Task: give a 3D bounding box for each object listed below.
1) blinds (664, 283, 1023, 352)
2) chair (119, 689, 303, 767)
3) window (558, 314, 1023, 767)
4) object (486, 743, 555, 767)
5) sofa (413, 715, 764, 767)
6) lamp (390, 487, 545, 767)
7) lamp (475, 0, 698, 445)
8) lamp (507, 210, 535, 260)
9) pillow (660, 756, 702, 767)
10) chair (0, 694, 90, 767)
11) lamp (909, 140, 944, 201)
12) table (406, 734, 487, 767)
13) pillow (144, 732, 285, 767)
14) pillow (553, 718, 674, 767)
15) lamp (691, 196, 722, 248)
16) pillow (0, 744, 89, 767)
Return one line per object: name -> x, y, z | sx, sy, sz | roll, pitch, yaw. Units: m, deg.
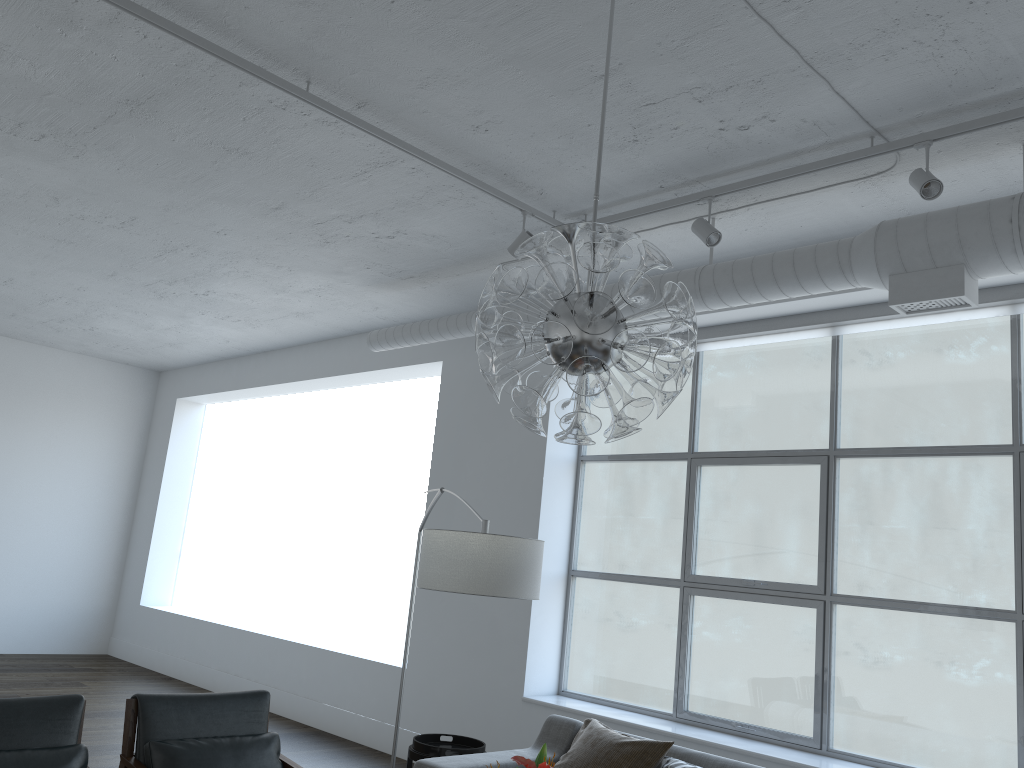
blinds -> 1.768, -0.337, 4.929 | 3.613, 0.130, 0.086 | -6, -17, 44
chair -> -1.100, 1.675, 3.580 | 0.983, 0.698, 0.678 | -6, -17, 44
window -> 2.037, 0.716, 4.422 | 4.566, 2.340, 0.107 | -6, -17, 44
object -> 0.018, 1.106, 1.962 | 0.275, 0.558, 0.284 | 4, -12, 7
sofa -> 0.792, 1.790, 3.185 | 2.541, 0.684, 0.991 | -6, -17, 44
lamp -> -0.329, 1.274, 3.865 | 0.432, 1.738, 2.162 | 8, -12, -10
lamp -> 0.232, -0.611, 2.326 | 0.552, 1.546, 0.552 | -2, -14, 32
lamp -> 0.059, -0.770, 4.504 | 0.154, 0.285, 0.095 | -4, -15, 38
pillow -> 0.729, 1.665, 3.476 | 0.578, 0.283, 0.346 | -6, -17, 45
chair -> -1.686, 1.494, 3.003 | 0.983, 0.698, 0.678 | -6, -17, 44
lamp -> 1.603, -0.837, 3.437 | 0.087, 0.285, 0.154 | 6, -12, 0
table -> -0.323, 1.956, 4.154 | 0.379, 0.536, 0.379 | 12, -13, -27
pillow -> -1.230, 1.645, 3.731 | 0.246, 0.293, 0.612 | -6, -17, 44
pillow -> 0.385, 1.683, 3.883 | 0.298, 0.338, 0.597 | 14, -14, -34
lamp -> 0.906, -0.765, 4.117 | 0.087, 0.285, 0.154 | 14, -14, -34
pillow -> -1.817, 1.464, 3.154 | 0.246, 0.293, 0.612 | -6, -17, 44
